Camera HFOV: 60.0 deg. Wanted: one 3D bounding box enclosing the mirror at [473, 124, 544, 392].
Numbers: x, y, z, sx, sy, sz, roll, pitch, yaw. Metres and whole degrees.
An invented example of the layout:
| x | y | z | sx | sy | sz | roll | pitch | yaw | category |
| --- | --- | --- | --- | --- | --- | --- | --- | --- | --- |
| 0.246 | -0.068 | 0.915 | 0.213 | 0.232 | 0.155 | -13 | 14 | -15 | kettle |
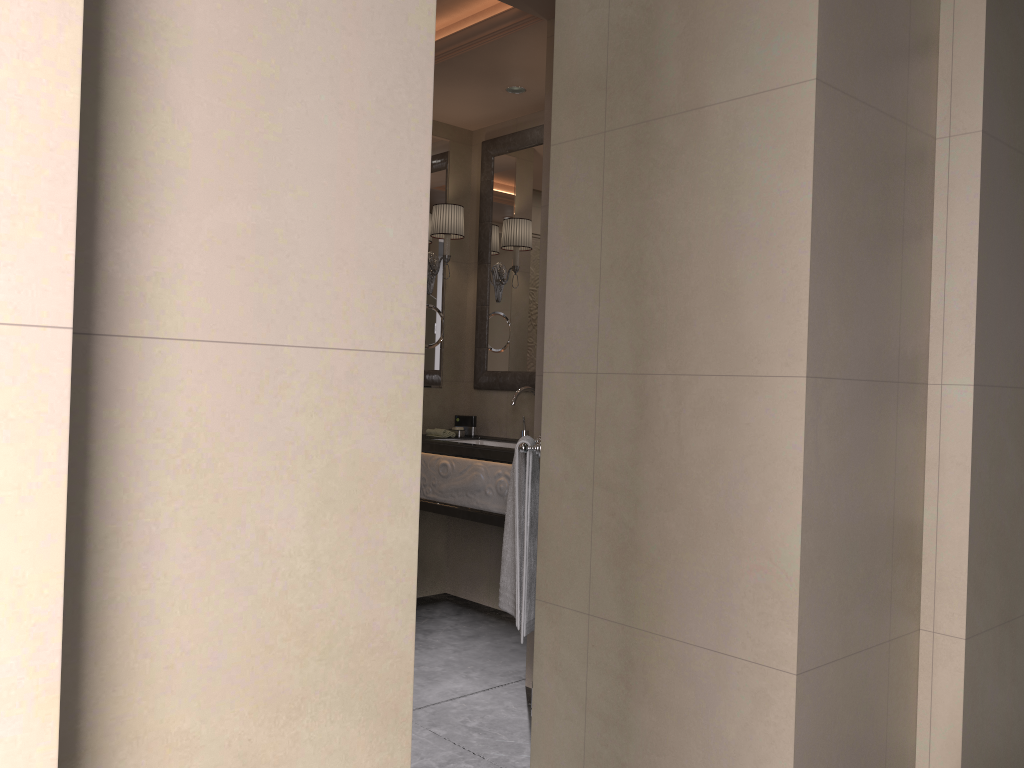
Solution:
| x | y | z | sx | sy | sz | roll | pitch | yaw | category |
| --- | --- | --- | --- | --- | --- | --- | --- | --- | --- |
| 0.198 | -0.619 | 4.299 | 0.040 | 1.320 | 1.130 | 2 | 0 | -42 | mirror |

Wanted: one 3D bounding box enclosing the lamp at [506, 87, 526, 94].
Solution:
| x | y | z | sx | sy | sz | roll | pitch | yaw | category |
| --- | --- | --- | --- | --- | --- | --- | --- | --- | --- |
| 0.019 | -1.399 | 4.120 | 0.097 | 0.069 | 0.097 | 2 | 0 | -25 | lamp |

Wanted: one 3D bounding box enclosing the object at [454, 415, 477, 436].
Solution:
| x | y | z | sx | sy | sz | roll | pitch | yaw | category |
| --- | --- | --- | --- | --- | --- | --- | --- | --- | --- |
| -0.244 | 0.217 | 4.644 | 0.124 | 0.104 | 0.038 | 2 | 0 | 22 | object |

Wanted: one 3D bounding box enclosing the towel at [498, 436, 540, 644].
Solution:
| x | y | z | sx | sy | sz | roll | pitch | yaw | category |
| --- | --- | --- | --- | --- | --- | --- | --- | --- | --- |
| 0.058 | 0.491 | 2.896 | 0.154 | 0.629 | 0.313 | 2 | 0 | -9 | towel |

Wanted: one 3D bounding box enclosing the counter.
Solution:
| x | y | z | sx | sy | sz | roll | pitch | yaw | category |
| --- | --- | --- | --- | --- | --- | --- | --- | --- | --- |
| -0.035 | 0.705 | 4.131 | 0.543 | 0.858 | 1.330 | 2 | 0 | -42 | counter |

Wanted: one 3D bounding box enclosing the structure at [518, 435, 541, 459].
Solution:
| x | y | z | sx | sy | sz | roll | pitch | yaw | category |
| --- | --- | --- | --- | --- | --- | --- | --- | --- | --- |
| 0.065 | 0.199 | 2.909 | 0.074 | 0.061 | 0.415 | 2 | 0 | 3 | structure |

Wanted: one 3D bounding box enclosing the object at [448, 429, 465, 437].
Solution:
| x | y | z | sx | sy | sz | roll | pitch | yaw | category |
| --- | --- | --- | --- | --- | --- | --- | --- | --- | --- |
| -0.284 | 0.250 | 4.553 | 0.080 | 0.035 | 0.133 | 2 | 0 | -24 | object |

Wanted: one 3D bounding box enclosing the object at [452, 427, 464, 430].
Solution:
| x | y | z | sx | sy | sz | roll | pitch | yaw | category |
| --- | --- | --- | --- | --- | --- | --- | --- | --- | --- |
| -0.277 | 0.230 | 4.535 | 0.051 | 0.022 | 0.077 | 2 | 0 | -22 | object |

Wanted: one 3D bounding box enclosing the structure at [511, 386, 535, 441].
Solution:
| x | y | z | sx | sy | sz | roll | pitch | yaw | category |
| --- | --- | --- | --- | --- | --- | --- | --- | --- | --- |
| 0.099 | 0.146 | 4.262 | 0.242 | 0.268 | 0.223 | 2 | 0 | -7 | structure |

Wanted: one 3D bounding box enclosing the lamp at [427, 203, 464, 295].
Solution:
| x | y | z | sx | sy | sz | roll | pitch | yaw | category |
| --- | --- | --- | --- | --- | --- | --- | --- | --- | --- |
| -0.349 | -0.686 | 4.550 | 0.174 | 0.444 | 0.223 | 2 | 0 | -42 | lamp |

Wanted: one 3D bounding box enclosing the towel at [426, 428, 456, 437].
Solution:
| x | y | z | sx | sy | sz | roll | pitch | yaw | category |
| --- | --- | --- | --- | --- | --- | --- | --- | --- | --- |
| -0.362 | 0.246 | 4.484 | 0.096 | 0.039 | 0.149 | 2 | 0 | -36 | towel |

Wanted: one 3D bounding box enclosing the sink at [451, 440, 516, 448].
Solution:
| x | y | z | sx | sy | sz | roll | pitch | yaw | category |
| --- | --- | --- | --- | --- | --- | --- | --- | --- | --- |
| -0.042 | 0.355 | 4.115 | 0.349 | 0.135 | 0.760 | 2 | 0 | -42 | sink |
